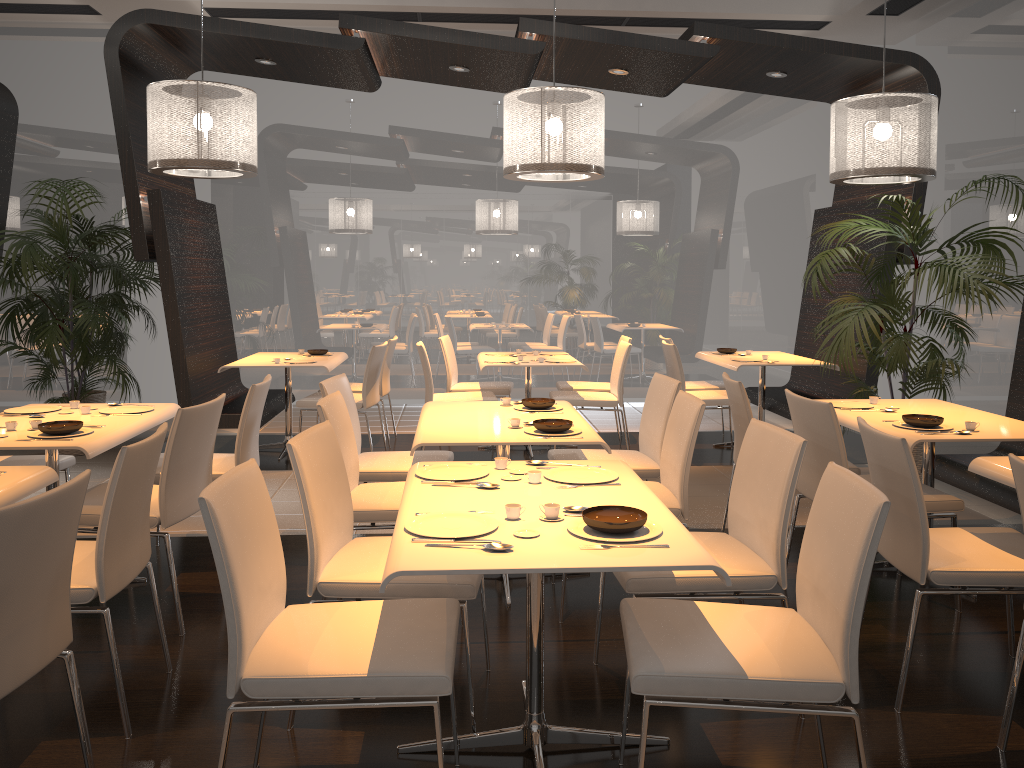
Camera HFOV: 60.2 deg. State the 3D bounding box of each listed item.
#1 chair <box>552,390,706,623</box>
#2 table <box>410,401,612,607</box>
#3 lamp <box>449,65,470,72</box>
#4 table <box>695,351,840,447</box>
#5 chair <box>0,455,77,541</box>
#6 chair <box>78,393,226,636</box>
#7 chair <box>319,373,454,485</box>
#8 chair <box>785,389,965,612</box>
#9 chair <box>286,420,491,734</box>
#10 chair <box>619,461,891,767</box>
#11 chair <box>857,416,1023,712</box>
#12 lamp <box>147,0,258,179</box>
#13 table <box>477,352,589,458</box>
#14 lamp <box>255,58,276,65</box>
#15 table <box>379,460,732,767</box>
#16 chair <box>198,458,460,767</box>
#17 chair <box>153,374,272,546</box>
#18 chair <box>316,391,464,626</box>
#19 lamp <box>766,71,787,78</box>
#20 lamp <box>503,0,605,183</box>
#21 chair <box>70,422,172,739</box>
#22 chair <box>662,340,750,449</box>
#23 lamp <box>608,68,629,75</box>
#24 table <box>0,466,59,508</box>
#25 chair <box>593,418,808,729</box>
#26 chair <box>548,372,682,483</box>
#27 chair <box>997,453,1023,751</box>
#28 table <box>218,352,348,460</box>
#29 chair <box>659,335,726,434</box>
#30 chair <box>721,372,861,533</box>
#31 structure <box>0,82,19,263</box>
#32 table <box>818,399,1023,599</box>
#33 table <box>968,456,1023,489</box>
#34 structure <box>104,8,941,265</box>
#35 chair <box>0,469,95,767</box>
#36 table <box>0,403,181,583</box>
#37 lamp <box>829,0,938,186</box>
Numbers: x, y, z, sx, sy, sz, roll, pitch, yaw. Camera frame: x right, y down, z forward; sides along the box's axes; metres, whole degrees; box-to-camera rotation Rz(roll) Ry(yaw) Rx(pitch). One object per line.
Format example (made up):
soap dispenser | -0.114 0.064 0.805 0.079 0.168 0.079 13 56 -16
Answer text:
chair | 0.486 0.485 3.730 0.605 0.866 0.486 0 4 -1
table | 0.089 0.519 4.060 1.053 0.723 1.154 0 6 -4
lamp | -0.411 -2.476 6.904 0.161 0.055 0.162 -1 7 -9
table | 2.028 0.146 7.177 0.800 0.723 1.154 0 6 -4
chair | -2.507 0.416 4.220 0.605 0.866 0.486 0 4 4
chair | -1.512 0.497 3.599 0.605 0.871 0.486 0 4 4
chair | -0.618 0.405 4.360 0.605 0.866 0.486 0 4 4
chair | 1.525 0.480 3.819 0.605 0.871 0.486 0 4 -6
chair | -0.390 0.589 2.868 0.605 0.871 0.486 0 4 4
chair | 0.590 0.669 2.239 0.605 0.871 0.486 0 4 4
chair | 1.508 0.579 2.988 0.605 0.866 0.486 0 4 4
lamp | -1.864 -2.235 5.313 0.627 1.923 0.629 1 3 24
table | 0.129 0.153 7.062 0.800 0.723 1.154 0 6 -4
lamp | -1.897 -2.496 6.808 0.160 0.054 0.161 0 6 2
table | 0.067 0.702 2.561 0.800 0.723 1.154 0 6 -4
chair | -0.443 0.665 2.245 0.605 0.871 0.486 0 4 -1
chair | -1.486 0.410 4.293 0.605 0.866 0.486 0 4 -6
chair | -0.490 0.490 3.683 0.605 0.871 0.486 0 4 -1
lamp | 2.115 -2.488 7.066 0.161 0.055 0.162 -1 7 -9
lamp | 0.262 -2.245 5.449 0.627 1.923 0.629 1 3 24
chair | -1.431 0.594 2.803 0.605 0.871 0.486 0 4 -6
chair | 1.472 0.113 6.828 0.605 0.871 0.486 0 4 -1
lamp | 0.842 -2.482 6.985 0.161 0.055 0.162 -1 7 -9
table | -1.903 0.711 2.435 0.800 0.723 1.154 0 6 -4
chair | 0.617 0.585 2.934 0.605 0.871 0.486 0 4 -6
chair | 0.513 0.400 4.425 0.605 0.866 0.486 0 4 -6
chair | 1.702 0.657 2.346 0.605 0.866 0.486 0 4 -1
table | -1.757 0.161 6.953 0.800 0.723 1.154 0 6 -4
chair | 1.557 0.033 7.469 0.605 0.866 0.486 0 4 -1
chair | 1.378 0.400 4.473 0.605 0.871 0.486 0 4 4
structure | -7.029 -1.776 6.502 5.932 1.722 1.409 0 4 -4
table | 1.959 0.512 4.165 0.800 0.723 1.154 0 6 -4
table | 2.089 0.694 2.680 0.800 0.723 1.154 0 6 -4
structure | 0.118 -1.809 6.959 5.932 1.722 1.409 0 4 -4
chair | -1.380 0.676 2.113 0.605 0.866 0.486 0 4 4
table | -2.035 0.529 3.921 0.800 0.723 1.154 0 6 -4
lamp | 2.355 -2.254 5.583 0.627 1.923 0.628 2 3 28
